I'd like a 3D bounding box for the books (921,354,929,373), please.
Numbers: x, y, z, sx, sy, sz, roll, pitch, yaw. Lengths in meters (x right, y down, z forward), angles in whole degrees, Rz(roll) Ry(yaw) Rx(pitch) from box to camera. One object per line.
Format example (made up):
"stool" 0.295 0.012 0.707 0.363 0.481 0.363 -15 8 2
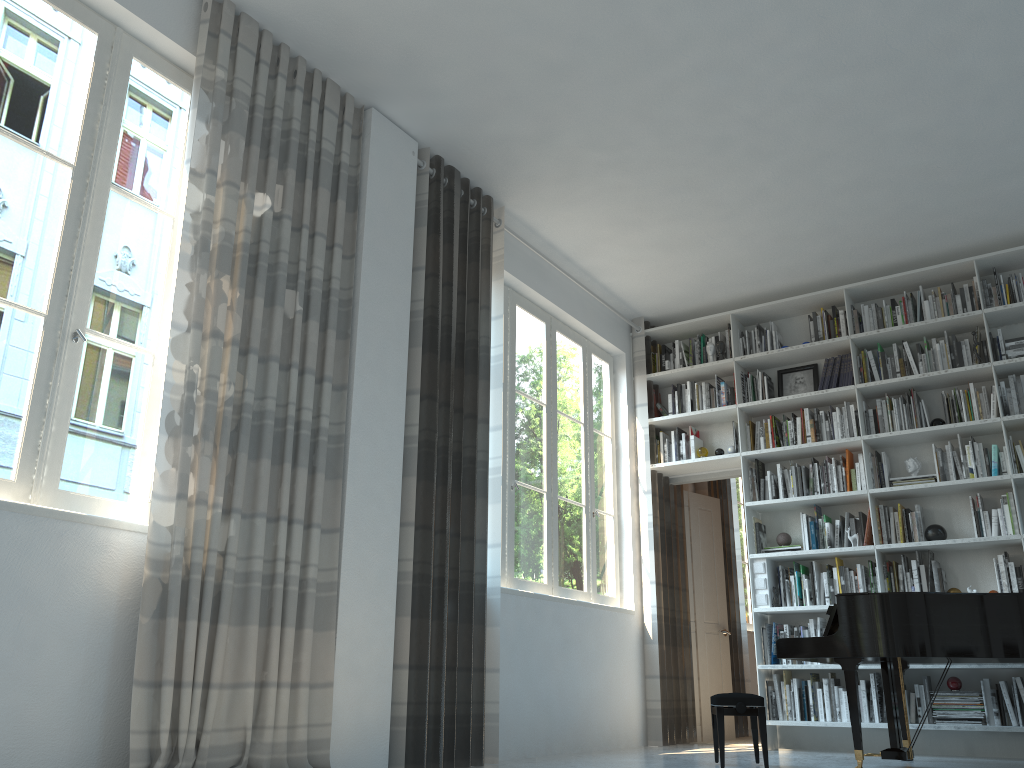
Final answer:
"books" 2.845 -0.097 6.073 0.028 0.179 0.168 -11 -22 31

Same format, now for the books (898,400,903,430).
"books" 2.683 0.248 6.074 0.011 0.255 0.152 -11 -22 31

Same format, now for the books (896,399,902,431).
"books" 2.675 0.247 6.081 0.010 0.260 0.170 -11 -22 31

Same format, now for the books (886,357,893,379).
"books" 2.658 -0.067 6.199 0.024 0.200 0.153 -11 -22 31

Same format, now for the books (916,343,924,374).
"books" 2.826 -0.131 6.106 0.027 0.264 0.169 -11 -22 31

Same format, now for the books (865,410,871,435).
"books" 2.495 0.306 6.172 0.015 0.207 0.186 -11 -22 31

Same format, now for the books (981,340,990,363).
"books" 3.163 -0.170 5.903 0.028 0.211 0.135 -11 -22 31

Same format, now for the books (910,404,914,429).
"books" 2.744 0.259 6.045 0.012 0.216 0.133 -11 -22 31

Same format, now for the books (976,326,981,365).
"books" 3.114 -0.212 5.920 0.058 0.301 0.175 -11 -22 31

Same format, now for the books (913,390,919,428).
"books" 2.766 0.209 6.034 0.005 0.304 0.163 -11 -22 31

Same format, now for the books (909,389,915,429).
"books" 2.744 0.205 6.048 0.004 0.319 0.153 -11 -22 31

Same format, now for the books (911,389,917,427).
"books" 2.759 0.207 6.044 0.005 0.315 0.157 -11 -22 31

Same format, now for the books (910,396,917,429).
"books" 2.746 0.230 6.029 0.010 0.261 0.158 -11 -22 31

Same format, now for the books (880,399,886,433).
"books" 2.582 0.255 6.129 0.012 0.275 0.157 -11 -22 31

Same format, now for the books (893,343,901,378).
"books" 2.699 -0.121 6.181 0.023 0.292 0.156 -11 -22 31

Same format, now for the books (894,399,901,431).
"books" 2.652 0.247 6.066 0.012 0.250 0.184 -11 -22 31

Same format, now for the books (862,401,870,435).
"books" 2.493 0.276 6.204 0.012 0.284 0.160 -11 -22 31

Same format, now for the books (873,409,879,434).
"books" 2.549 0.298 6.167 0.024 0.218 0.140 -11 -22 31

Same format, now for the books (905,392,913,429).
"books" 2.721 0.219 6.043 0.011 0.290 0.177 -11 -22 31

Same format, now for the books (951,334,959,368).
"books" 3.017 -0.179 6.002 0.022 0.289 0.147 -11 -22 31

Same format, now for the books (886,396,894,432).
"books" 2.616 0.242 6.100 0.010 0.282 0.184 -11 -22 31

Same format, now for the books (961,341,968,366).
"books" 3.051 -0.160 5.952 0.022 0.222 0.161 -11 -22 31

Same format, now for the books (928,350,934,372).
"books" 2.891 -0.112 6.079 0.024 0.211 0.128 -11 -22 31

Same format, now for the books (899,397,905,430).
"books" 2.683 0.240 6.057 0.009 0.260 0.180 -11 -22 31

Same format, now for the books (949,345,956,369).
"books" 2.996 -0.139 6.000 0.024 0.212 0.150 -11 -22 31

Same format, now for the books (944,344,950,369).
"books" 2.965 -0.145 6.010 0.013 0.230 0.142 -11 -22 31

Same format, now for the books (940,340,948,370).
"books" 2.950 -0.155 6.028 0.028 0.260 0.136 -11 -22 31

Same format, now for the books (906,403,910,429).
"books" 2.722 0.257 6.054 0.011 0.225 0.130 -11 -22 31

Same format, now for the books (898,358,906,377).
"books" 2.727 -0.070 6.156 0.034 0.180 0.160 -11 -22 31

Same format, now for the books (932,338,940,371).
"books" 2.913 -0.157 6.061 0.026 0.285 0.138 -11 -22 31

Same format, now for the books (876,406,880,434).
"books" 2.557 0.282 6.151 0.012 0.239 0.134 -11 -22 31

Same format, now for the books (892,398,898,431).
"books" 2.643 0.243 6.072 0.009 0.262 0.190 -11 -22 31

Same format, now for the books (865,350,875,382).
"books" 2.541 -0.085 6.279 0.010 0.286 0.148 -11 -22 31

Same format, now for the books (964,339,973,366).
"books" 3.078 -0.167 5.954 0.025 0.236 0.153 -11 -22 31

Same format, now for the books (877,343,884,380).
"books" 2.610 -0.116 6.230 0.012 0.314 0.172 -11 -22 31

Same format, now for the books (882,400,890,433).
"books" 2.597 0.259 6.118 0.024 0.261 0.178 -11 -22 31

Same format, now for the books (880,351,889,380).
"books" 2.628 -0.085 6.209 0.031 0.241 0.182 -11 -22 31

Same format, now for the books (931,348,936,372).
"books" 2.891 -0.121 6.048 0.010 0.207 0.174 -11 -22 31

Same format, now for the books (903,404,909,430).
"books" 2.699 0.260 6.037 0.011 0.208 0.181 -11 -22 31

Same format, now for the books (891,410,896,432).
"books" 2.641 0.289 6.089 0.029 0.186 0.149 -11 -22 31

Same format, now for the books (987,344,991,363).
"books" 3.187 -0.164 5.894 0.019 0.193 0.098 -11 -22 31

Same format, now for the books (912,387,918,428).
"books" 2.762 0.198 6.042 0.005 0.330 0.162 -11 -22 31

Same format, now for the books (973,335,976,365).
"books" 3.101 -0.191 5.922 0.055 0.263 0.167 -11 -22 31

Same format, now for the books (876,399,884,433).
"books" 2.568 0.258 6.142 0.026 0.278 0.151 -11 -22 31

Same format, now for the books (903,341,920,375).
"books" 2.775 -0.136 6.124 0.075 0.284 0.179 -11 -22 31

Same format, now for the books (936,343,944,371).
"books" 2.920 -0.139 6.021 0.021 0.225 0.192 -11 -22 31

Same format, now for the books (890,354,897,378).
"books" 2.677 -0.081 6.183 0.029 0.218 0.158 -11 -22 31

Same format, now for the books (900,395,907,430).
"books" 2.694 0.231 6.060 0.011 0.278 0.169 -11 -22 31

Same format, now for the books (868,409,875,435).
"books" 2.527 0.301 6.183 0.029 0.224 0.137 -11 -22 31

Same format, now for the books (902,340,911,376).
"books" 2.752 -0.136 6.171 0.013 0.314 0.135 -11 -22 31

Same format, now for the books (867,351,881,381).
"books" 2.577 -0.084 6.263 0.067 0.273 0.168 -11 -22 31

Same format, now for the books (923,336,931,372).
"books" 2.862 -0.161 6.083 0.012 0.306 0.145 -11 -22 31

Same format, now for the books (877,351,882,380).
"books" 2.605 -0.086 6.234 0.011 0.259 0.157 -11 -22 31

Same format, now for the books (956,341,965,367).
"books" 3.027 -0.154 5.961 0.030 0.217 0.183 -11 -22 31

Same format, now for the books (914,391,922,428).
"books" 2.764 0.210 6.008 0.011 0.286 0.189 -11 -22 31

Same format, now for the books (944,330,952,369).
"books" 2.970 -0.189 6.009 0.011 0.312 0.184 -11 -22 31

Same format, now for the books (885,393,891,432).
"books" 2.619 0.234 6.128 0.011 0.316 0.155 -11 -22 31
